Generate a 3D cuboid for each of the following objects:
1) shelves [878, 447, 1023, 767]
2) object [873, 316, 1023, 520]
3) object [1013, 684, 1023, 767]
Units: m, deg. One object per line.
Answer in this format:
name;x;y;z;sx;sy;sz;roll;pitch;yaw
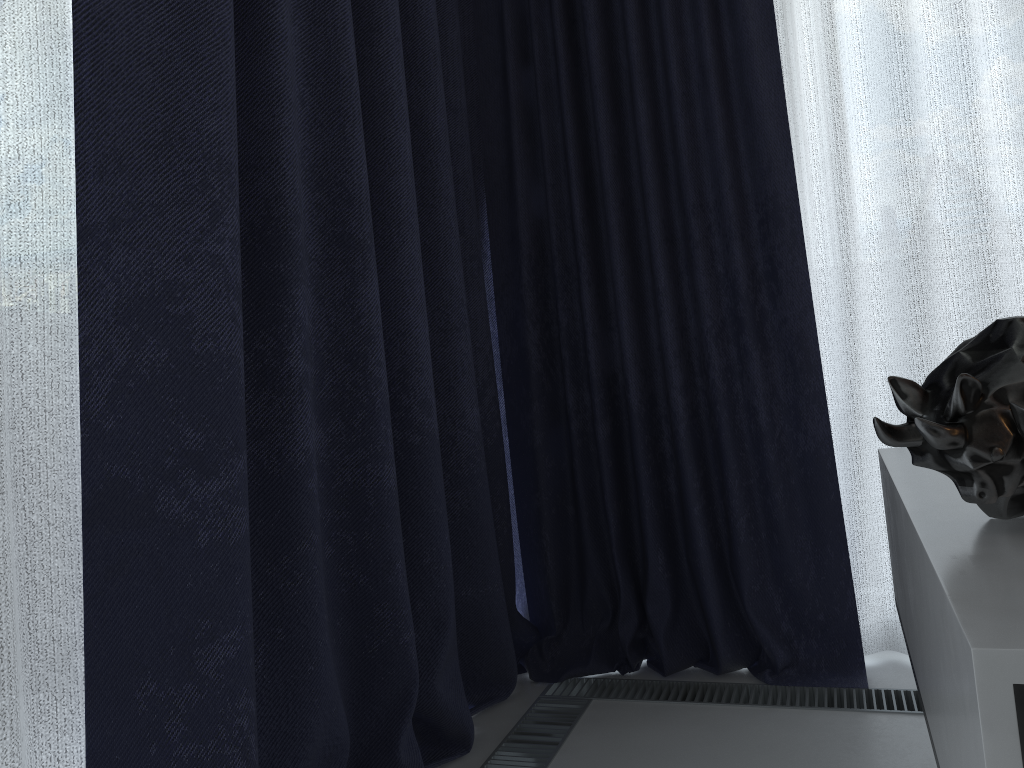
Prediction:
shelves;1.457;0.265;0.346;2.342;0.502;0.872;-5;0;19
object;0.397;0.023;0.647;0.311;0.151;0.136;-5;-2;-23
object;0.470;0.193;0.486;0.368;0.151;0.368;-5;0;20
